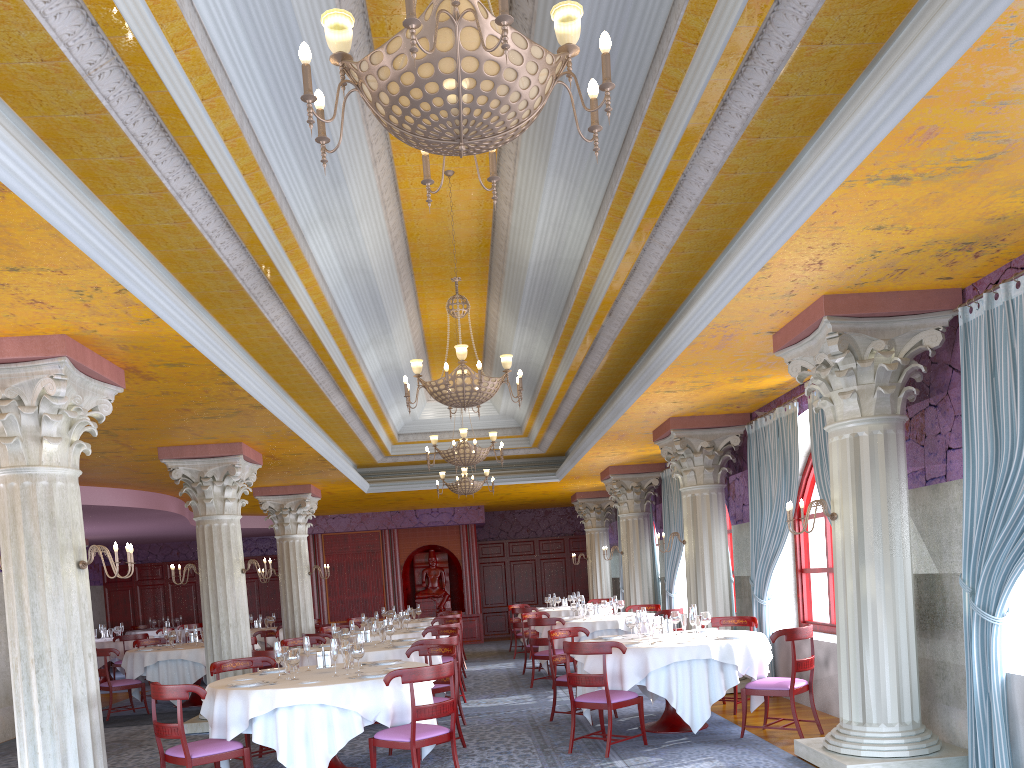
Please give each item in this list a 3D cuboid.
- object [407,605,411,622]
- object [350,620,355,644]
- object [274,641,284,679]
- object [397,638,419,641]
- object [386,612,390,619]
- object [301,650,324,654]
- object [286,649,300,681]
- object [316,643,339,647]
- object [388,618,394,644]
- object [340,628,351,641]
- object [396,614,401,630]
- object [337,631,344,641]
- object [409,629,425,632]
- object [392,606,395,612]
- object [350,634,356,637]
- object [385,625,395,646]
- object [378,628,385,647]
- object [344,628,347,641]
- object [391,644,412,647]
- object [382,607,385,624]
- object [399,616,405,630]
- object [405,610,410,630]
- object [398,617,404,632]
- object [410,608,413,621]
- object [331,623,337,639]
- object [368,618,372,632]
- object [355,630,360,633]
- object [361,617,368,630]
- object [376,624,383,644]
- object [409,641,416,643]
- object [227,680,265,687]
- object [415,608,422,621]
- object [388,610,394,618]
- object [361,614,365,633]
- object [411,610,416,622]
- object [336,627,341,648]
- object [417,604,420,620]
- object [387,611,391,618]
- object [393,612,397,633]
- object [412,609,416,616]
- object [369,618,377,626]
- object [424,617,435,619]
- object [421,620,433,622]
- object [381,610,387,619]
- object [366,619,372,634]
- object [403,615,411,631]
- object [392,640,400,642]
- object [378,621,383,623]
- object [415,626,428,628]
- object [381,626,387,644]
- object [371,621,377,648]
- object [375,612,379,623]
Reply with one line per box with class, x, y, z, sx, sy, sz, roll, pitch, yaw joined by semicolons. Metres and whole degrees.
object;-2.047;4.571;17.033;0.074;0.336;0.073;-3;2;33
object;-2.108;3.292;11.328;0.074;0.336;0.073;-3;2;33
object;-2.072;2.451;7.597;0.074;0.336;0.073;-4;2;-12
object;-1.392;3.454;11.574;0.312;0.024;0.320;-3;-13;-3
object;-2.470;4.660;17.088;0.085;0.238;0.086;-4;1;-23
object;-2.409;3.266;10.434;0.312;0.024;0.320;-3;-13;-3
object;-1.895;2.437;7.428;0.123;0.264;0.122;-4;0;10
object;-2.472;3.513;11.515;0.312;0.024;0.320;-3;-13;-3
object;-1.581;3.227;11.194;0.074;0.336;0.073;-3;2;33
object;-2.062;3.168;10.631;0.122;0.264;0.123;-4;0;-12
object;-1.915;4.010;14.421;0.123;0.264;0.122;-4;0;10
object;-2.136;3.207;10.722;0.086;0.238;0.085;-4;1;22
object;-1.490;3.904;13.547;0.312;0.024;0.320;-3;-13;-3
object;-2.442;4.746;17.693;0.074;0.336;0.073;-3;2;33
object;-2.569;3.963;13.488;0.312;0.024;0.320;-3;-13;-3
object;-1.541;3.181;10.844;0.123;0.264;0.122;-4;0;10
object;-1.630;3.184;10.770;0.085;0.238;0.086;-4;1;-23
object;-2.185;3.324;11.229;0.086;0.238;0.085;-4;1;-1
object;-1.330;3.207;10.493;0.312;0.024;0.320;-3;-13;-3
object;-2.574;4.636;17.166;0.074;0.336;0.073;-3;2;33
object;-1.839;3.998;14.331;0.086;0.238;0.085;-4;1;-1
object;-1.741;3.924;14.248;0.073;0.336;0.074;-5;2;-35
object;-1.790;3.881;13.824;0.086;0.238;0.085;-4;1;22
object;-2.088;4.766;17.732;0.122;0.264;0.123;-4;0;-12
object;-2.240;3.183;10.801;0.074;0.336;0.073;-3;2;33
object;-2.345;4.021;14.283;0.086;0.238;0.085;-4;1;-1
object;-2.632;4.210;14.569;0.312;0.024;0.321;2;-14;-23
object;-2.436;3.997;14.208;0.121;0.264;0.123;-4;0;-35
object;-1.755;3.313;11.367;0.123;0.264;0.122;-4;0;10
object;-1.254;3.343;11.087;0.158;0.009;0.163;2;-14;-23
object;-2.242;2.534;7.230;0.315;0.024;0.318;-8;-13;16
object;-1.874;4.634;17.209;0.122;0.264;0.123;-4;0;-12
object;-2.396;4.622;16.997;0.122;0.264;0.123;-4;0;-12
object;-2.400;3.880;13.855;0.074;0.336;0.073;-4;2;-12
object;-1.964;4.637;17.136;0.086;0.238;0.085;-4;1;22
object;-2.276;3.300;11.154;0.123;0.264;0.122;-4;0;10
object;-1.915;4.680;17.560;0.074;0.336;0.073;-3;2;33
object;-2.519;4.778;17.595;0.086;0.238;0.085;-4;1;22
object;-1.873;3.815;13.721;0.074;0.336;0.073;-3;2;33
object;-2.013;4.754;17.642;0.086;0.238;0.085;-4;1;-1
object;-2.222;3.865;13.685;0.122;0.264;0.123;-4;0;-12
object;-1.725;4.907;17.940;0.312;0.024;0.321;2;-14;-23
object;-1.663;4.660;16.859;0.312;0.024;0.320;-3;-13;-3
object;-2.610;4.754;17.520;0.122;0.264;0.123;-4;0;-12
object;-2.296;3.904;13.777;0.086;0.238;0.085;-4;1;22
object;-1.701;3.878;13.898;0.121;0.264;0.123;-4;0;-35
object;-1.540;3.495;11.665;0.022;0.003;0.254;-14;-16;39
object;-2.805;4.967;17.881;0.318;0.024;0.315;-13;-16;36
object;-1.552;4.151;14.628;0.317;0.024;0.316;-10;-14;26
object;-1.679;3.301;11.277;0.086;0.238;0.085;-3;1;44
object;-1.713;3.117;10.667;0.074;0.336;0.073;-3;2;33
object;-2.268;3.990;14.382;0.074;0.336;0.073;-3;2;33
